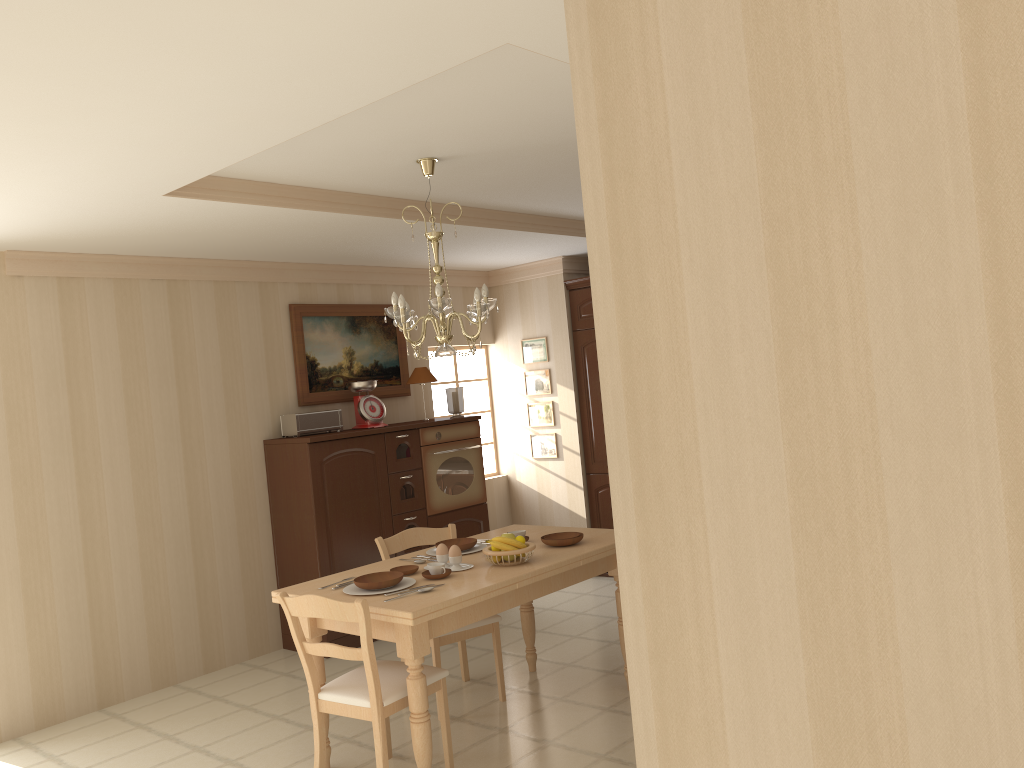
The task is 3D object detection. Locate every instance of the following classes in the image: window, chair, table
[{"bbox_3d":[-0.431,0.246,7.196,0.050,1.100,0.765,-5,0,42],"label":"window"},{"bbox_3d":[-0.353,1.174,4.500,0.462,0.846,0.517,-5,0,-31],"label":"chair"},{"bbox_3d":[-0.138,1.187,4.066,0.900,0.774,1.567,-5,0,42],"label":"table"},{"bbox_3d":[-0.564,1.195,3.533,0.462,0.846,0.517,-5,0,35],"label":"chair"}]

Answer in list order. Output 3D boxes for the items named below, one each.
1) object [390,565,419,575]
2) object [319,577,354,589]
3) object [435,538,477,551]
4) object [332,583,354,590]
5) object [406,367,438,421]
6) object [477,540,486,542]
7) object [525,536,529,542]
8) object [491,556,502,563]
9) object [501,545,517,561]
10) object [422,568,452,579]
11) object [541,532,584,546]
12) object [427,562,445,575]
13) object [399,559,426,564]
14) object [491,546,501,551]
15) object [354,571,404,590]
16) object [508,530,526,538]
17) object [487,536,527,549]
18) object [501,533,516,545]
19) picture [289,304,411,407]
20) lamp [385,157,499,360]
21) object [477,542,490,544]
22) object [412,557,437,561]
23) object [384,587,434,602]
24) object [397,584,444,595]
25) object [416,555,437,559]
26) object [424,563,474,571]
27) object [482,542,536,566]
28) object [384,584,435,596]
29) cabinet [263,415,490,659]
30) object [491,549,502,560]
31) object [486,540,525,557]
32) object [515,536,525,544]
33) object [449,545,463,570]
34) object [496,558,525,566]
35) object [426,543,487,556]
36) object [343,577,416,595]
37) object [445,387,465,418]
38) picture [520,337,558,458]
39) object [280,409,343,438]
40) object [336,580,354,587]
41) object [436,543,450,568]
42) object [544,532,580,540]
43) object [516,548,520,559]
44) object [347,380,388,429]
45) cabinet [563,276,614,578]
[{"bbox_3d":[-0.469,0.817,3.868,0.126,0.026,0.127,-5,0,33],"label":"object"},{"bbox_3d":[-0.749,0.855,3.814,0.028,0.004,0.218,-5,0,32],"label":"object"},{"bbox_3d":[-0.269,0.787,4.305,0.204,0.042,0.204,-5,0,42],"label":"object"},{"bbox_3d":[-0.670,0.846,3.762,0.022,0.008,0.218,-5,0,44],"label":"object"},{"bbox_3d":[-0.640,0.074,6.393,0.235,0.388,0.237,-6,0,-36],"label":"object"},{"bbox_3d":[-0.129,0.793,4.461,0.212,0.008,0.018,-5,0,41],"label":"object"},{"bbox_3d":[0.023,0.769,4.348,0.127,0.026,0.126,-5,0,-21],"label":"object"},{"bbox_3d":[-0.069,0.759,3.873,0.046,0.046,0.055,-5,0,-15],"label":"object"},{"bbox_3d":[-0.011,0.738,3.869,0.077,0.065,0.076,-5,0,18],"label":"object"},{"bbox_3d":[-0.316,0.802,3.732,0.126,0.026,0.127,-5,0,33],"label":"object"},{"bbox_3d":[0.239,0.741,4.206,0.204,0.042,0.204,-5,0,-9],"label":"object"},{"bbox_3d":[-0.313,0.786,3.726,0.063,0.055,0.119,-6,0,-34],"label":"object"},{"bbox_3d":[-0.467,0.824,4.140,0.047,0.011,0.219,-6,0,-39],"label":"object"},{"bbox_3d":[-0.068,0.711,3.883,0.045,0.053,0.051,-5,0,30],"label":"object"},{"bbox_3d":[-0.546,0.814,3.647,0.204,0.042,0.204,-5,0,12],"label":"object"},{"bbox_3d":[0.015,0.754,4.345,0.119,0.055,0.063,-5,0,-19],"label":"object"},{"bbox_3d":[-0.011,0.697,3.849,0.184,0.085,0.066,-5,0,-10],"label":"object"},{"bbox_3d":[-0.017,0.688,3.916,0.069,0.061,0.068,-5,0,-32],"label":"object"},{"bbox_3d":[-1.115,-0.222,6.267,0.036,0.687,0.990,-5,0,42],"label":"picture"},{"bbox_3d":[-0.345,-0.608,4.011,0.501,0.982,0.502,-5,0,11],"label":"lamp"},{"bbox_3d":[-0.152,0.795,4.431,0.218,0.008,0.022,-5,0,44],"label":"object"},{"bbox_3d":[-0.404,0.821,4.151,0.022,0.004,0.216,-6,0,-43],"label":"object"},{"bbox_3d":[-0.400,0.819,3.455,0.219,0.011,0.047,-5,0,-32],"label":"object"},{"bbox_3d":[-0.357,0.818,3.532,0.216,0.004,0.022,-5,0,-33],"label":"object"},{"bbox_3d":[-0.377,0.817,4.174,0.023,0.008,0.221,-6,0,-43],"label":"object"},{"bbox_3d":[-0.280,0.808,3.911,0.245,0.005,0.157,-5,0,39],"label":"object"},{"bbox_3d":[-0.010,0.749,3.896,0.235,0.068,0.235,-5,0,-1],"label":"object"},{"bbox_3d":[-0.409,0.821,3.542,0.221,0.008,0.023,-6,0,-33],"label":"object"},{"bbox_3d":[-0.836,0.965,6.086,0.538,1.349,1.513,-5,0,42],"label":"cabinet"},{"bbox_3d":[-0.055,0.742,3.930,0.074,0.076,0.072,-5,0,17],"label":"object"},{"bbox_3d":[-0.019,0.716,3.831,0.176,0.094,0.064,-5,0,-11],"label":"object"},{"bbox_3d":[0.036,0.690,3.907,0.047,0.046,0.054,-5,0,-7],"label":"object"},{"bbox_3d":[-0.248,0.755,3.877,0.058,0.104,0.058,-5,0,20],"label":"object"},{"bbox_3d":[-0.007,0.780,3.896,0.128,0.011,0.128,-5,0,-7],"label":"object"},{"bbox_3d":[-0.268,0.805,4.304,0.299,0.009,0.299,-5,0,40],"label":"object"},{"bbox_3d":[-0.544,0.832,3.646,0.299,0.009,0.299,-5,0,21],"label":"object"},{"bbox_3d":[-0.412,0.136,6.481,0.144,0.220,0.144,-5,0,25],"label":"object"},{"bbox_3d":[0.217,0.115,7.114,0.268,0.964,0.010,-5,0,42],"label":"picture"},{"bbox_3d":[-1.302,0.257,5.802,0.192,0.150,0.360,-5,0,42],"label":"object"},{"bbox_3d":[-0.675,0.846,3.817,0.018,0.008,0.212,-5,0,36],"label":"object"},{"bbox_3d":[-0.308,0.761,3.943,0.058,0.104,0.058,-5,0,20],"label":"object"},{"bbox_3d":[0.239,0.737,4.204,0.168,0.034,0.168,-6,0,-37],"label":"object"},{"bbox_3d":[0.017,0.740,3.931,0.070,0.069,0.068,-6,0,-39],"label":"object"},{"bbox_3d":[-0.998,0.141,6.061,0.218,0.317,0.263,-6,0,-44],"label":"object"},{"bbox_3d":[1.334,0.275,5.386,3.226,2.313,2.436,-5,0,42],"label":"cabinet"}]
